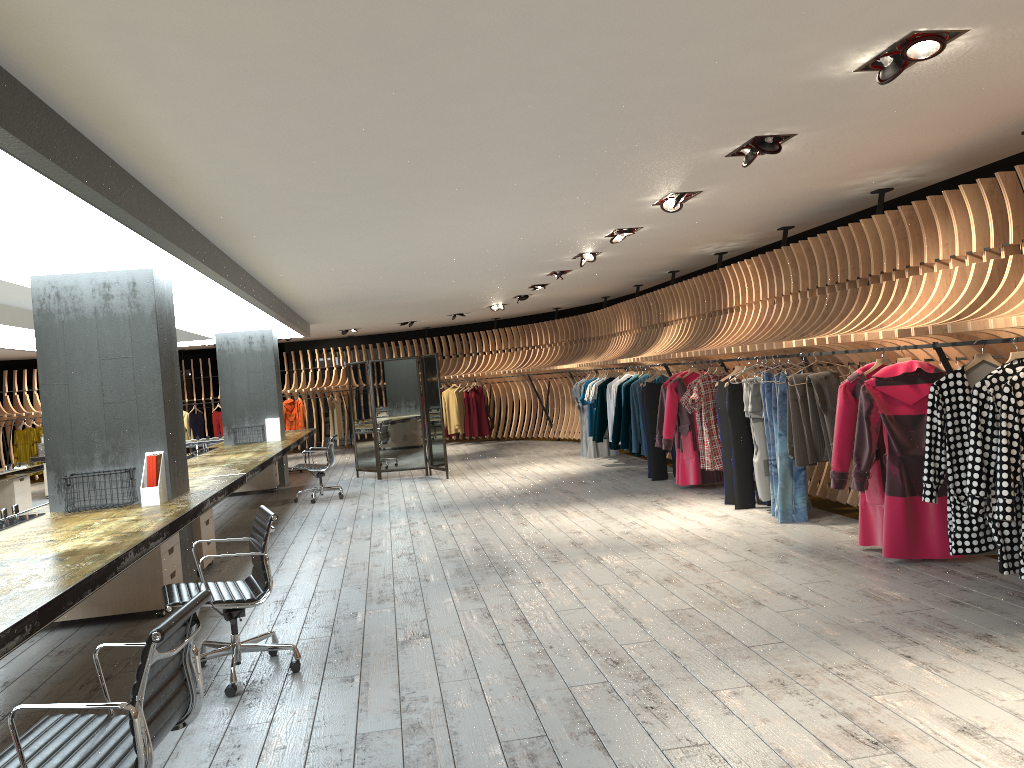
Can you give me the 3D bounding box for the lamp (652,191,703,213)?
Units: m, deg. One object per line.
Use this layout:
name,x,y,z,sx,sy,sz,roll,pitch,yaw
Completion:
lamp,1.326,-1.539,7.158,0.269,0.284,0.492,-5,0,-8

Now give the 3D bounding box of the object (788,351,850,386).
object,2.491,-0.136,7.208,0.547,0.262,0.023,-5,0,-7

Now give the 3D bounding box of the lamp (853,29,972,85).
lamp,1.787,-1.538,4.002,0.269,0.294,0.492,-5,0,-8

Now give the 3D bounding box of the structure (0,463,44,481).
structure,-6.715,1.561,7.863,1.162,0.844,10.449,-5,1,-8

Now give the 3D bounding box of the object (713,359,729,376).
object,2.160,-0.119,9.219,0.524,0.286,0.015,-5,0,-23

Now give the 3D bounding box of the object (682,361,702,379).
object,2.062,-0.127,10.076,0.525,0.270,0.012,-5,0,2

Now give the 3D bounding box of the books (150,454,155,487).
books,-2.695,0.716,6.697,0.048,0.368,0.215,-5,0,-8

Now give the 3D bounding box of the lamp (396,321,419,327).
lamp,-2.236,-1.360,19.022,0.492,0.294,0.269,-5,0,37

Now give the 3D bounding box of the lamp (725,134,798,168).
lamp,1.557,-1.538,5.580,0.269,0.291,0.492,-5,0,-8

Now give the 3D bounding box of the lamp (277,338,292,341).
lamp,-5.178,-1.113,20.101,0.492,0.298,0.269,-5,0,0

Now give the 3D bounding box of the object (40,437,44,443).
object,-8.371,1.002,15.798,0.062,0.109,0.062,-5,0,-42

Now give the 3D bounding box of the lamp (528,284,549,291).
lamp,0.404,-1.527,13.469,0.269,0.294,0.492,-5,0,-8

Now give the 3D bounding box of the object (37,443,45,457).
object,-8.311,1.168,15.945,0.303,0.239,0.497,-5,0,-8

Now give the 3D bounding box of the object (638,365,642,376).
object,1.762,-0.123,11.999,0.525,0.270,0.012,-5,0,-8

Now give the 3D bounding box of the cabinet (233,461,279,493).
cabinet,-4.224,1.383,13.683,1.132,0.630,0.593,-5,0,-8

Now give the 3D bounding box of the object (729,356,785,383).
object,2.301,-0.142,8.297,0.549,0.243,0.023,-5,0,28

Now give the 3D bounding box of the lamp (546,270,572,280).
lamp,0.634,-1.533,11.891,0.269,0.286,0.492,-5,0,-8

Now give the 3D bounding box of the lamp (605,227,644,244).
lamp,1.096,-1.532,8.735,0.269,0.296,0.492,-5,0,-8

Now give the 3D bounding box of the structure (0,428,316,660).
structure,-4.873,1.399,7.918,4.837,0.844,18.471,-5,1,-8

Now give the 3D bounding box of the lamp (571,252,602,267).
lamp,0.865,-1.527,10.313,0.269,0.301,0.492,-5,0,-8

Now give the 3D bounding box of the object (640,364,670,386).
object,1.876,-0.123,11.275,0.525,0.270,0.012,-5,0,17

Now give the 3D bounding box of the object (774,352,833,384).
object,2.434,-0.143,7.393,0.549,0.243,0.023,-5,0,-7

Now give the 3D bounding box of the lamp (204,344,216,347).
lamp,-6.743,-0.975,19.922,0.493,0.296,0.269,-5,0,-15

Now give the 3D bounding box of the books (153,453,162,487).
books,-2.674,0.714,6.700,0.048,0.368,0.215,-5,0,-8

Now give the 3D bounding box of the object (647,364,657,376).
object,1.826,-0.124,11.569,0.525,0.270,0.012,-5,0,2

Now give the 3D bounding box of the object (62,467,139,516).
object,-3.047,0.793,6.580,0.459,0.289,0.329,-5,0,-11

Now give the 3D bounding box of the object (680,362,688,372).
object,2.005,-0.125,10.315,0.525,0.270,0.012,-5,0,-8

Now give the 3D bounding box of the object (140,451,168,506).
object,-2.709,0.711,6.688,0.129,0.383,0.239,-5,0,-8

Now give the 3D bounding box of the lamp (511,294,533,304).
lamp,0.170,-1.526,15.047,0.269,0.291,0.492,-5,0,-13

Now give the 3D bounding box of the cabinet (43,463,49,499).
cabinet,-8.023,1.687,16.172,0.593,0.630,1.131,-5,0,-8

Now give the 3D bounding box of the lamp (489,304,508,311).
lamp,-0.265,-1.508,16.578,0.269,0.287,0.492,-5,0,-28

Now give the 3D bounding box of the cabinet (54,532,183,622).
cabinet,-3.032,1.363,6.372,1.132,0.630,0.593,-5,0,-8

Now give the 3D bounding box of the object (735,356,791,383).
object,2.316,-0.138,8.202,0.549,0.250,0.023,-5,0,-7

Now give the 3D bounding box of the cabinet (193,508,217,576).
cabinet,-3.228,1.365,7.710,1.132,0.630,0.593,-5,0,-8

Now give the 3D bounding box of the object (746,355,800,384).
object,2.358,-0.141,7.939,0.549,0.243,0.023,-5,0,-2

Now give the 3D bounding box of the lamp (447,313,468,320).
lamp,-1.088,-1.449,17.933,0.269,0.292,0.492,-5,0,-41

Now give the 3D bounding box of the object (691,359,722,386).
object,2.135,-0.127,9.431,0.525,0.270,0.012,-5,0,-8

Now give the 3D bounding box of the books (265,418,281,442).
books,-3.802,0.731,14.111,0.215,0.368,0.073,-5,0,-8

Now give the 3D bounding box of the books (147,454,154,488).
books,-2.717,0.718,6.694,0.048,0.368,0.215,-5,0,-8

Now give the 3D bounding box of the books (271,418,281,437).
books,-3.806,0.731,14.138,0.215,0.368,0.075,-5,0,-8

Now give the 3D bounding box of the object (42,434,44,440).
object,-8.281,0.986,15.898,0.262,0.204,0.088,-5,0,-10

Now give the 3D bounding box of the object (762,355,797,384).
object,2.367,-0.139,7.832,0.549,0.243,0.023,-5,0,-37

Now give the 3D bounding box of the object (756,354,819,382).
object,2.404,-0.135,7.715,0.548,0.256,0.023,-5,0,17

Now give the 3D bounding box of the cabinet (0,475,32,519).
cabinet,-7.490,1.683,12.509,1.132,0.630,0.593,-5,0,-8

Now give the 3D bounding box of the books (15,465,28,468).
books,-7.118,1.191,12.872,0.155,0.025,0.110,-5,1,-13

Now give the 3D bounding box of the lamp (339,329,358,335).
lamp,-3.630,-1.248,19.771,0.492,0.292,0.269,-5,0,24

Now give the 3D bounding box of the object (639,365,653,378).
object,1.796,-0.123,11.892,0.525,0.270,0.012,-5,0,-8

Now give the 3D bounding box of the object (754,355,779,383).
object,2.330,-0.142,8.094,0.023,0.243,0.549,-5,0,43

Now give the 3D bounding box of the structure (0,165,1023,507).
structure,-3.714,0.475,3.992,14.885,2.440,36.547,-5,1,-8

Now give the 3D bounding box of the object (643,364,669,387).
object,1.892,-0.122,11.094,0.525,0.270,0.012,-5,0,-3
